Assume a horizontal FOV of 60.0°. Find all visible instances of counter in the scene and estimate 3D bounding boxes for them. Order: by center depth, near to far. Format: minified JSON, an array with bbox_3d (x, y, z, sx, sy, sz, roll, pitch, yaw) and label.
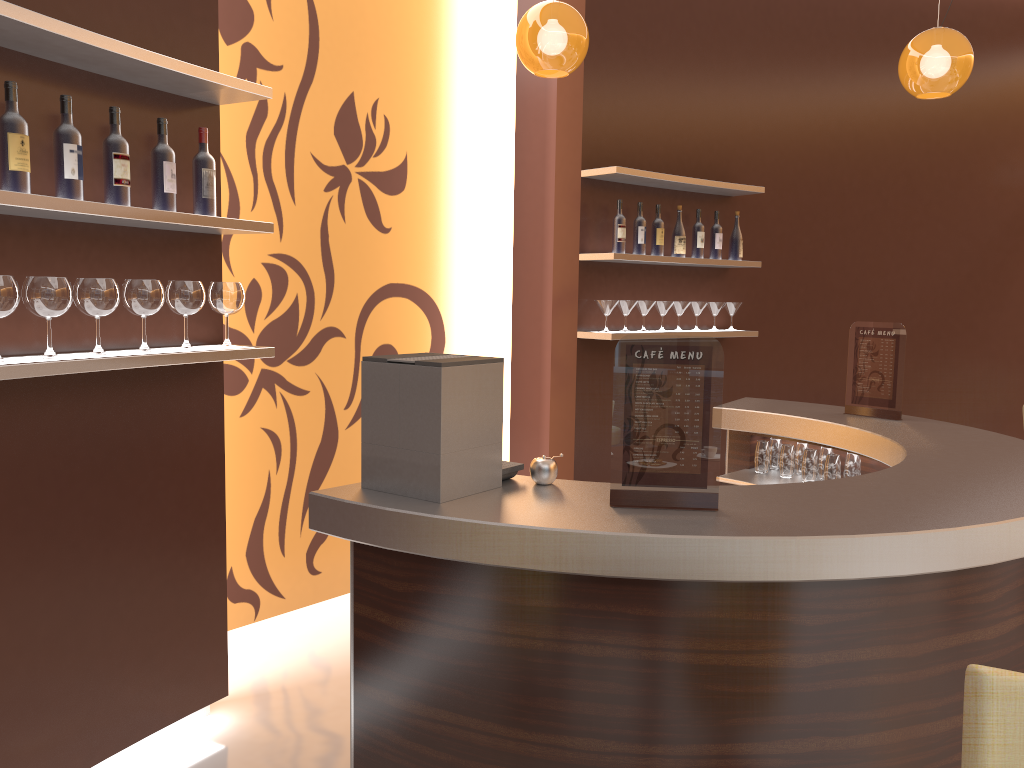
[{"bbox_3d":[0.975,0.774,2.995,1.586,1.100,2.917,5,7,36],"label":"counter"}]

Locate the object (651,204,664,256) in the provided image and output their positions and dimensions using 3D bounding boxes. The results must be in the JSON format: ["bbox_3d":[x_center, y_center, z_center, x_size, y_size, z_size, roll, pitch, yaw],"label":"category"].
[{"bbox_3d":[0.827,-0.868,5.033,0.073,0.297,0.073,0,6,-11],"label":"object"}]

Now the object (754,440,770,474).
[{"bbox_3d":[1.129,0.330,4.002,0.067,0.148,0.067,3,6,17],"label":"object"}]

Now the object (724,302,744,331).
[{"bbox_3d":[1.362,-0.419,5.493,0.137,0.174,0.137,-3,7,-34],"label":"object"}]

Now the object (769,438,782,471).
[{"bbox_3d":[1.210,0.324,4.080,0.067,0.148,0.067,0,6,-10],"label":"object"}]

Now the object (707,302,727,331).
[{"bbox_3d":[1.235,-0.412,5.403,0.137,0.174,0.137,3,6,16],"label":"object"}]

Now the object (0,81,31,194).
[{"bbox_3d":[-1.293,-0.631,2.299,0.073,0.297,0.073,-4,7,-39],"label":"object"}]

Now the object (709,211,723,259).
[{"bbox_3d":[1.229,-0.891,5.337,0.073,0.297,0.073,4,7,29],"label":"object"}]

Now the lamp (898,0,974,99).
[{"bbox_3d":[1.854,-2.005,3.799,0.299,1.500,0.299,2,6,9],"label":"lamp"}]

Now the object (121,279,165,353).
[{"bbox_3d":[-1.129,-0.208,2.720,0.125,0.221,0.125,3,6,16],"label":"object"}]

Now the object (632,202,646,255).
[{"bbox_3d":[0.709,-0.859,4.931,0.073,0.297,0.073,4,7,29],"label":"object"}]

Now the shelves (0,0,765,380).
[{"bbox_3d":[-0.136,-0.606,3.780,0.586,0.902,4.744,6,7,38],"label":"shelves"}]

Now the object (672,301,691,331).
[{"bbox_3d":[0.984,-0.398,5.221,0.137,0.174,0.137,-3,7,-34],"label":"object"}]

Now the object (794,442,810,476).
[{"bbox_3d":[1.301,0.336,3.976,0.067,0.148,0.067,1,6,-4],"label":"object"}]

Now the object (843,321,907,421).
[{"bbox_3d":[1.579,-0.062,3.856,0.052,0.414,0.258,-4,7,-40],"label":"object"}]

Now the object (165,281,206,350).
[{"bbox_3d":[-1.057,-0.223,2.873,0.125,0.221,0.125,3,6,16],"label":"object"}]

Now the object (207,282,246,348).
[{"bbox_3d":[-0.971,-0.236,3.018,0.125,0.221,0.125,3,6,16],"label":"object"}]

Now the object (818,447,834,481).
[{"bbox_3d":[1.367,0.349,3.861,0.067,0.148,0.067,-3,7,-32],"label":"object"}]

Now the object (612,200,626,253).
[{"bbox_3d":[0.582,-0.850,4.817,0.073,0.297,0.073,4,7,29],"label":"object"}]

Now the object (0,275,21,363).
[{"bbox_3d":[-1.325,-0.167,2.267,0.125,0.221,0.125,3,6,16],"label":"object"}]

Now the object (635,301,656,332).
[{"bbox_3d":[0.749,-0.385,5.034,0.137,0.174,0.137,-3,7,-34],"label":"object"}]

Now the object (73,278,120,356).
[{"bbox_3d":[-1.200,-0.194,2.568,0.125,0.221,0.125,3,6,16],"label":"object"}]

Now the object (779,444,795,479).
[{"bbox_3d":[1.212,0.342,3.906,0.067,0.148,0.067,1,6,-4],"label":"object"}]

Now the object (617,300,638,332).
[{"bbox_3d":[0.632,-0.377,4.932,0.137,0.174,0.137,-4,8,-44],"label":"object"}]

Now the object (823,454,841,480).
[{"bbox_3d":[1.329,0.366,3.681,0.067,0.148,0.067,-1,6,-22],"label":"object"}]

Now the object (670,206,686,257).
[{"bbox_3d":[0.969,-0.882,5.154,0.086,0.303,0.086,-2,6,-25],"label":"object"}]

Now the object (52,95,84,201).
[{"bbox_3d":[-1.228,-0.645,2.452,0.073,0.297,0.073,1,6,1],"label":"object"}]

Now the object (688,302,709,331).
[{"bbox_3d":[1.107,-0.405,5.312,0.137,0.174,0.137,-3,7,-34],"label":"object"}]

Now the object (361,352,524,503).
[{"bbox_3d":[-0.168,0.096,2.347,0.270,0.340,0.373,5,7,36],"label":"object"}]

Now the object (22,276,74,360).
[{"bbox_3d":[-1.263,-0.181,2.418,0.125,0.221,0.125,3,6,16],"label":"object"}]

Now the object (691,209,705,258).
[{"bbox_3d":[1.100,-0.884,5.244,0.073,0.297,0.073,4,7,29],"label":"object"}]

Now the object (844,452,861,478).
[{"bbox_3d":[1.432,0.363,3.729,0.067,0.148,0.067,2,6,9],"label":"object"}]

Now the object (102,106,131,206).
[{"bbox_3d":[-1.159,-0.658,2.597,0.073,0.297,0.073,1,6,1],"label":"object"}]

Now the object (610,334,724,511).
[{"bbox_3d":[0.369,0.091,2.117,0.258,0.414,0.052,2,6,5],"label":"object"}]

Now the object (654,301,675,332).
[{"bbox_3d":[0.871,-0.391,5.128,0.137,0.174,0.137,-3,7,-34],"label":"object"}]

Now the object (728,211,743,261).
[{"bbox_3d":[1.374,-0.903,5.436,0.086,0.303,0.086,2,6,5],"label":"object"}]

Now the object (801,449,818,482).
[{"bbox_3d":[1.274,0.354,3.796,0.067,0.148,0.067,1,6,-1],"label":"object"}]

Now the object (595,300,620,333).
[{"bbox_3d":[0.515,-0.369,4.830,0.137,0.174,0.137,-4,8,-44],"label":"object"}]

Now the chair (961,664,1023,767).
[{"bbox_3d":[0.804,1.000,1.124,0.685,1.017,0.729,-2,7,-31],"label":"chair"}]

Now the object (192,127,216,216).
[{"bbox_3d":[-1.007,-0.686,2.900,0.073,0.297,0.073,1,6,1],"label":"object"}]

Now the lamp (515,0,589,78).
[{"bbox_3d":[0.174,-2.008,3.538,0.299,1.500,0.299,2,6,9],"label":"lamp"}]

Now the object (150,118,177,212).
[{"bbox_3d":[-1.083,-0.673,2.754,0.073,0.297,0.073,0,6,-12],"label":"object"}]

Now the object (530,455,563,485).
[{"bbox_3d":[0.085,0.229,2.378,0.075,0.077,0.075,-4,7,-40],"label":"object"}]
